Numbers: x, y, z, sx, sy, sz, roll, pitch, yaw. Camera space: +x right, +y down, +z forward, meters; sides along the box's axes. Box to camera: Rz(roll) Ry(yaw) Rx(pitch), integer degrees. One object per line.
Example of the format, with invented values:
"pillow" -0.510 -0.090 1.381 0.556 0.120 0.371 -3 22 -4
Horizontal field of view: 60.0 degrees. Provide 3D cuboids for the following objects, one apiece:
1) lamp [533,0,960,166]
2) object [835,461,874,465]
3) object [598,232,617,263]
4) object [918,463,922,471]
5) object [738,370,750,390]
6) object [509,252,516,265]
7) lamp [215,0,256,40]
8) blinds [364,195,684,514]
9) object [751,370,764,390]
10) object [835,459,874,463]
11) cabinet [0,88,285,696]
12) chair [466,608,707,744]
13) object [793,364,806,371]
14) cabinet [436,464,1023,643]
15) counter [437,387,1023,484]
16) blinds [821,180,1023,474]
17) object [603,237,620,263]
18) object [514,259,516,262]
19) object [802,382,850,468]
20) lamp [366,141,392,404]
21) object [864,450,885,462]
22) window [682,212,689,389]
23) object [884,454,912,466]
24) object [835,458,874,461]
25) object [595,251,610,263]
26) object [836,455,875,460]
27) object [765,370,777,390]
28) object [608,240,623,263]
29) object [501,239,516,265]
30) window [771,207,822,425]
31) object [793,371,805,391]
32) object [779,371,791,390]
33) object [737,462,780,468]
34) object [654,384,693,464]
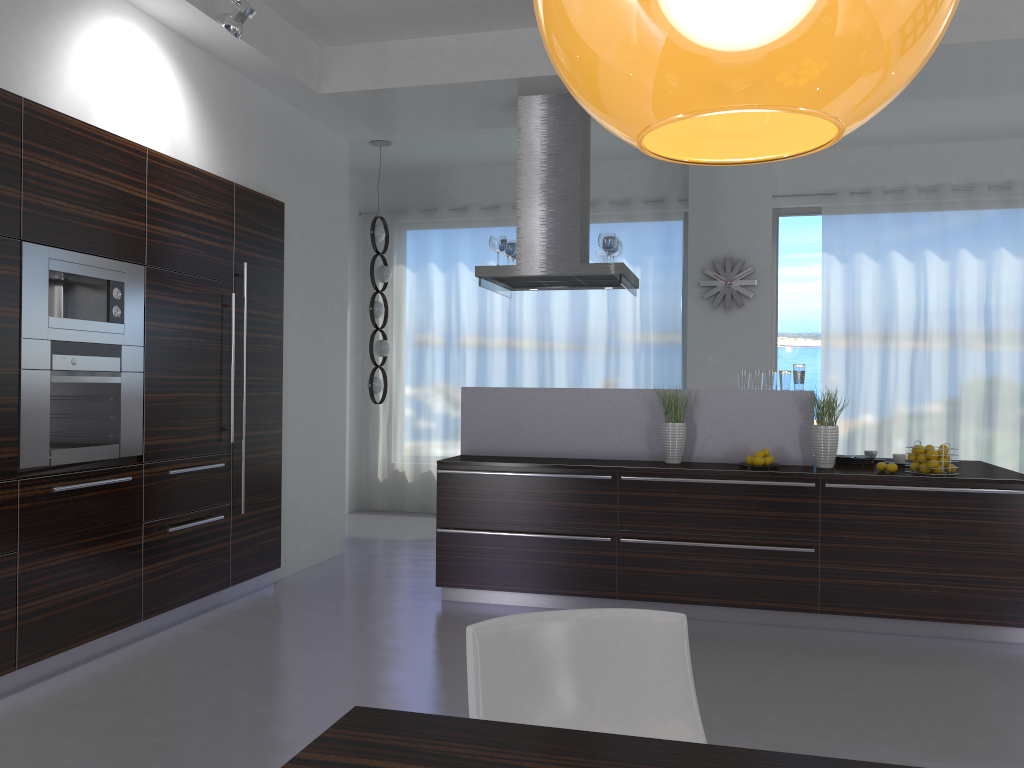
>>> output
"lamp" 0.205 -1.196 0.766 0.359 1.974 0.358 1 0 20
"object" 2.089 0.481 5.429 0.232 0.020 0.232 1 0 23
"object" 0.628 -0.882 5.848 0.125 0.221 0.125 1 0 39
"object" 2.271 0.459 4.927 0.053 0.053 0.061 1 0 -33
"object" 1.415 -0.023 5.417 0.072 0.119 0.071 1 0 -26
"object" 0.009 -0.887 6.310 0.125 0.221 0.125 1 0 39
"lamp" -1.206 -1.937 4.170 0.171 0.511 0.605 1 0 -44
"blinds" 0.043 -0.236 8.765 3.245 3.112 0.120 1 0 14
"object" 1.493 -0.023 5.397 0.071 0.119 0.072 1 0 -36
"object" 2.089 0.471 5.429 0.232 0.020 0.232 1 0 23
"cabinet" -2.233 0.047 4.160 0.669 2.500 3.600 1 0 14
"chair" 0.201 0.916 1.756 0.508 0.805 0.620 1 0 -16
"object" 1.728 -0.059 5.337 0.071 0.119 0.072 1 0 -36
"cabinet" 1.291 0.909 5.566 3.285 0.852 1.377 1 0 14
"counter" 1.298 0.685 5.576 3.291 1.300 1.302 1 0 14
"blinds" 4.173 -0.196 7.697 2.830 3.112 0.120 1 0 14
"object" 0.666 -0.881 6.001 0.125 0.221 0.125 1 0 39
"object" 0.046 -0.887 6.452 0.125 0.221 0.125 1 0 39
"object" 1.828 0.235 5.129 0.269 0.502 0.247 1 0 -33
"lamp" -1.202 -1.002 8.045 0.180 2.370 0.367 1 0 8
"object" 2.280 0.460 5.638 0.153 0.069 0.153 1 0 -42
"window" 0.258 -0.421 8.941 3.000 2.500 0.100 1 0 14
"object" 2.348 0.460 5.374 0.153 0.069 0.153 1 0 -12
"object" 2.089 0.461 5.429 0.232 0.020 0.232 1 0 18
"object" 0.662 -0.857 6.383 0.137 0.174 0.137 1 0 -21
"object" 1.944 0.386 5.549 0.646 0.147 0.269 1 0 39
"object" 1.571 -0.022 5.377 0.071 0.119 0.072 1 0 -36
"object" 0.703 -0.880 6.143 0.125 0.221 0.125 1 0 39
"object" -0.029 -0.888 6.157 0.125 0.221 0.125 1 0 39
"window" 3.889 -0.385 8.003 3.000 2.500 0.100 1 0 14
"object" 1.728 -0.020 5.337 0.071 0.119 0.072 1 0 -36
"object" 1.650 -0.021 5.357 0.071 0.119 0.072 1 0 -36
"object" 1.429 0.472 5.140 0.232 0.020 0.232 1 0 23
"object" 0.961 0.226 5.328 0.269 0.502 0.247 1 0 15
